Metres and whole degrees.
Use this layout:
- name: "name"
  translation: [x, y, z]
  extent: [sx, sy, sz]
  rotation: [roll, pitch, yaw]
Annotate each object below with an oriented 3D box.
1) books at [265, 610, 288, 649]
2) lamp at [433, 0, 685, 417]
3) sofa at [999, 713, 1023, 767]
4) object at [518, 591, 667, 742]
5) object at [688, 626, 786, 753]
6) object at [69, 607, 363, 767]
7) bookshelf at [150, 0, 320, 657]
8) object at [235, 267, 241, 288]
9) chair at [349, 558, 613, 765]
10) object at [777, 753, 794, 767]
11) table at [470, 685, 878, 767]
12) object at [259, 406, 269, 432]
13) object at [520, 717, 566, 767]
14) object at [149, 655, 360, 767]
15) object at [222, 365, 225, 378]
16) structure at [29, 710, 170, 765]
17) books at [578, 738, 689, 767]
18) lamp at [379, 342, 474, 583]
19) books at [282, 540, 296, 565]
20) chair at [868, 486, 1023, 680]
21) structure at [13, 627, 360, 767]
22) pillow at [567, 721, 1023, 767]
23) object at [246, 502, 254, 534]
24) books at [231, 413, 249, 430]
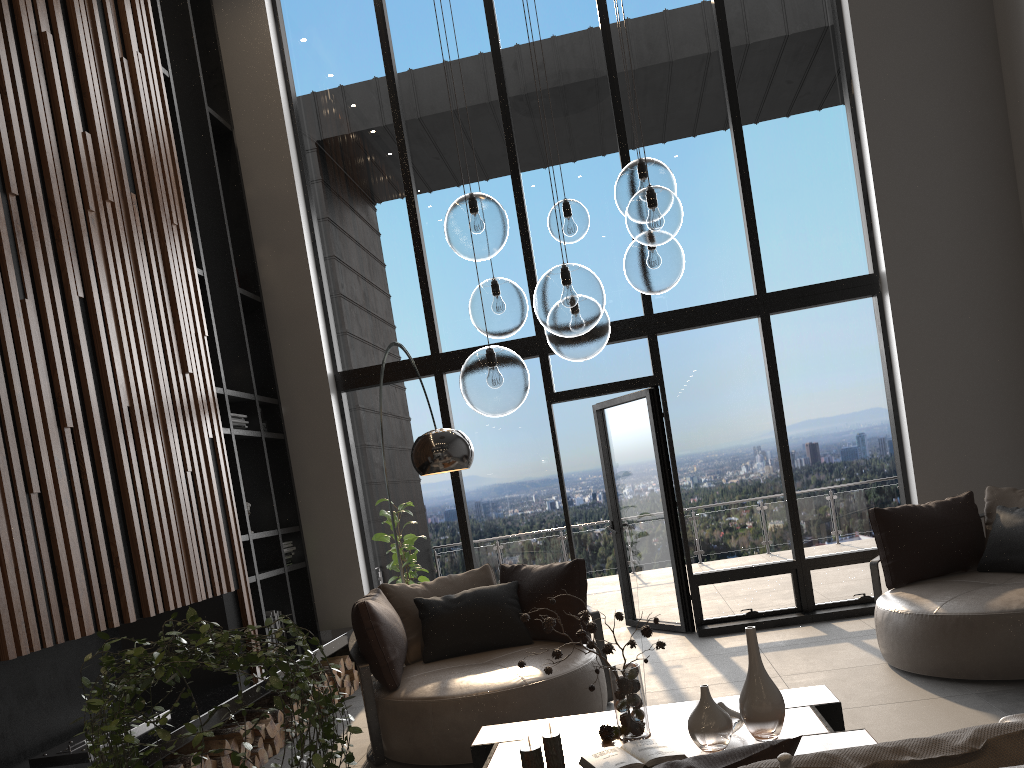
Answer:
- name: "books"
  translation: [-1.827, 1.834, 6.488]
  extent: [0.175, 0.287, 0.332]
  rotation: [-9, -3, 7]
- name: "lamp"
  translation: [-0.101, -2.385, 3.110]
  extent: [1.234, 5.011, 1.222]
  rotation: [-9, 2, 4]
- name: "sofa"
  translation: [-0.238, 1.276, 2.336]
  extent: [3.255, 0.820, 1.877]
  rotation: [-10, -5, 8]
- name: "object"
  translation: [0.286, 1.060, 3.275]
  extent: [0.537, 0.604, 0.319]
  rotation: [-8, 0, -22]
- name: "object"
  translation: [0.776, 1.057, 3.061]
  extent: [0.319, 0.399, 0.316]
  rotation: [-10, -1, 26]
- name: "object"
  translation: [-0.378, 0.579, 1.172]
  extent: [0.383, 0.578, 0.216]
  rotation: [-9, 1, -12]
- name: "bookshelf"
  translation: [-2.242, -0.661, 6.305]
  extent: [0.339, 5.330, 1.447]
  rotation: [-9, 2, 7]
- name: "object"
  translation: [-2.186, -0.789, 6.861]
  extent: [0.102, 0.230, 0.101]
  rotation: [-9, 1, -8]
- name: "chair"
  translation: [-0.203, 1.564, 5.115]
  extent: [1.500, 0.900, 1.431]
  rotation: [-12, -5, 34]
- name: "object"
  translation: [0.311, 0.604, 1.090]
  extent: [0.209, 0.291, 0.134]
  rotation: [-9, 1, 27]
- name: "table"
  translation: [0.547, 1.498, 3.272]
  extent: [1.457, 0.355, 0.898]
  rotation: [-10, -6, 8]
- name: "object"
  translation: [-1.981, 0.288, 6.838]
  extent: [0.059, 0.234, 0.187]
  rotation: [-9, -1, 10]
- name: "object"
  translation: [0.100, 1.255, 3.011]
  extent: [0.154, 0.211, 0.076]
  rotation: [-9, 1, 18]
- name: "object"
  translation: [-1.632, 2.073, 5.057]
  extent: [0.437, 0.389, 4.041]
  rotation: [-9, -7, 8]
- name: "object"
  translation: [-2.138, -0.042, 6.344]
  extent: [0.104, 0.260, 0.104]
  rotation: [-9, 1, -13]
- name: "structure"
  translation: [-2.012, 1.754, 4.331]
  extent: [0.300, 0.103, 0.711]
  rotation: [-10, -7, 7]
- name: "books"
  translation: [0.415, 1.293, 3.031]
  extent: [0.340, 0.039, 0.234]
  rotation: [-7, -7, -15]
- name: "lamp"
  translation: [-0.516, 0.908, 5.269]
  extent: [0.318, 2.337, 2.050]
  rotation: [-10, -1, -17]
- name: "books"
  translation: [-1.865, 1.343, 6.863]
  extent: [0.218, 0.190, 0.374]
  rotation: [-9, -5, 7]
- name: "chair"
  translation: [2.799, 1.065, 4.958]
  extent: [1.458, 0.900, 1.472]
  rotation: [-11, -5, 24]
- name: "structure"
  translation: [-1.970, 1.924, 3.901]
  extent: [0.669, 0.457, 6.540]
  rotation: [-10, -7, 7]
- name: "pillow"
  translation: [0.039, 0.984, 1.799]
  extent: [1.947, 0.501, 0.542]
  rotation: [-10, -3, 7]
- name: "object"
  translation: [-1.973, 0.982, 6.383]
  extent: [0.136, 0.245, 0.138]
  rotation: [-9, 0, -42]
- name: "books"
  translation: [-2.077, 0.298, 6.365]
  extent: [0.219, 0.128, 0.323]
  rotation: [-10, -6, 7]
